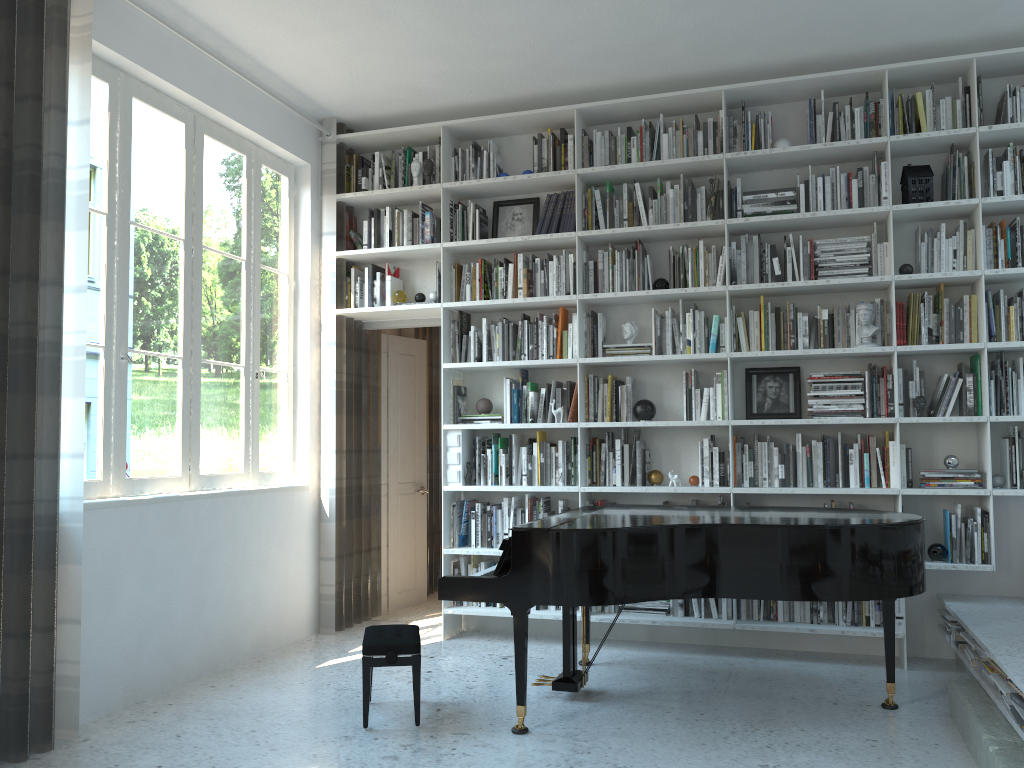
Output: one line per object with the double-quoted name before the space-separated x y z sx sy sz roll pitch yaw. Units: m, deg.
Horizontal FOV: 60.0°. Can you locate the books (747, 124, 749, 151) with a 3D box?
"books" 1.354 -1.361 5.068 0.011 0.205 0.145 -1 -4 18

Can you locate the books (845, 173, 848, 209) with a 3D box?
"books" 1.839 -1.027 4.889 0.011 0.239 0.139 -1 -4 18

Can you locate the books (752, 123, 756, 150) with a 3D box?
"books" 1.376 -1.358 5.046 0.023 0.195 0.172 -1 -4 18

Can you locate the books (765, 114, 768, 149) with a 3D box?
"books" 1.448 -1.386 5.039 0.013 0.249 0.148 -1 -4 18

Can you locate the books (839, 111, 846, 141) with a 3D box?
"books" 1.822 -1.376 4.894 0.033 0.202 0.166 -2 -4 18

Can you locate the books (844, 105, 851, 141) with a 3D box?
"books" 1.850 -1.393 4.891 0.023 0.236 0.154 -1 -4 18

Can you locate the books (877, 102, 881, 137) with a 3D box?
"books" 2.002 -1.399 4.846 0.014 0.238 0.153 -1 -4 18

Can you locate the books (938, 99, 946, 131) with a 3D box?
"books" 2.291 -1.390 4.740 0.024 0.201 0.180 -1 -4 18

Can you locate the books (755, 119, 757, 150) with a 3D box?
"books" 1.396 -1.376 5.062 0.006 0.233 0.136 -1 -4 18

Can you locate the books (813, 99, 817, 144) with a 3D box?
"books" 1.690 -1.418 4.946 0.011 0.296 0.157 -1 -4 18

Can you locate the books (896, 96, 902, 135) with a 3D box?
"books" 2.089 -1.403 4.794 0.007 0.239 0.191 -1 -4 18

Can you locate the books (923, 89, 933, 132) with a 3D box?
"books" 2.240 -1.423 4.779 0.030 0.274 0.151 -1 -4 18

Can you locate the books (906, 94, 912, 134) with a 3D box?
"books" 2.148 -1.415 4.801 0.008 0.262 0.142 -1 -4 18

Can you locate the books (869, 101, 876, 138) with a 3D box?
"books" 1.968 -1.400 4.856 0.028 0.243 0.161 -1 -4 18

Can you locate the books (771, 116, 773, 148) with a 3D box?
"books" 1.477 -1.380 5.032 0.004 0.235 0.137 -1 -4 18

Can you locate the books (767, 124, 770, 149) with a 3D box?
"books" 1.456 -1.356 5.024 0.010 0.186 0.152 -1 -4 18

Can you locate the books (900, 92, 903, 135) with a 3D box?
"books" 2.109 -1.422 4.816 0.007 0.279 0.150 -1 -4 18

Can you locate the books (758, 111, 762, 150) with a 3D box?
"books" 1.412 -1.394 5.037 0.013 0.264 0.147 -1 -4 18

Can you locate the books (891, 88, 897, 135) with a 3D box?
"books" 2.073 -1.431 4.820 0.007 0.298 0.181 -1 -4 18

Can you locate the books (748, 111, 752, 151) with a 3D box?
"books" 1.356 -1.393 5.041 0.011 0.264 0.163 -1 -4 18

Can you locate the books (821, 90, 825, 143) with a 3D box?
"books" 1.726 -1.438 4.925 0.010 0.331 0.186 -1 -4 18

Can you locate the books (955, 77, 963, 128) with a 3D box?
"books" 2.390 -1.455 4.739 0.012 0.329 0.128 -1 -4 18

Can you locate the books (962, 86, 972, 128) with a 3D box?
"books" 2.400 -1.419 4.700 0.029 0.253 0.186 -1 -4 18

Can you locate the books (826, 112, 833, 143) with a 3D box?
"books" 1.756 -1.378 4.917 0.050 0.210 0.173 -2 -4 18

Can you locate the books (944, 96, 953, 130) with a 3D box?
"books" 2.316 -1.397 4.728 0.031 0.213 0.169 -2 -4 18

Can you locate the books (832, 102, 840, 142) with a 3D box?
"books" 1.798 -1.407 4.924 0.028 0.269 0.140 -1 -4 18

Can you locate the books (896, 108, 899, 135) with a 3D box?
"books" 2.086 -1.378 4.820 0.015 0.192 0.160 -1 -4 18

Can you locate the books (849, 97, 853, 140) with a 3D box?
"books" 1.861 -1.412 4.873 0.010 0.270 0.180 -1 -4 18

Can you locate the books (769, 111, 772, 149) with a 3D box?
"books" 1.464 -1.391 5.016 0.011 0.256 0.143 -1 -4 18

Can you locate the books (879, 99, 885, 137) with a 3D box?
"books" 2.020 -1.408 4.848 0.022 0.257 0.137 -1 -4 18

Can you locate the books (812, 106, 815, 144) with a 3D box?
"books" 1.683 -1.403 4.957 0.011 0.266 0.129 -1 -4 18

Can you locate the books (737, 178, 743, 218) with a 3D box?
"books" 1.295 -1.018 5.032 0.021 0.249 0.191 -1 -4 18

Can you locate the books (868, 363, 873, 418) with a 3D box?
"books" 1.944 0.041 4.808 0.011 0.299 0.130 -1 -4 18

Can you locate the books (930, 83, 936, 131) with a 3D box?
"books" 2.254 -1.436 4.757 0.010 0.297 0.167 -1 -4 18

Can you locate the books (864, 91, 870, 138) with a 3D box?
"books" 1.951 -1.431 4.871 0.012 0.308 0.138 -1 -4 18

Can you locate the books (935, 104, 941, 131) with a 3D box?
"books" 2.269 -1.378 4.746 0.022 0.180 0.173 -1 -4 18

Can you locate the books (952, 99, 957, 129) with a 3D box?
"books" 2.349 -1.391 4.739 0.025 0.203 0.162 -1 -4 18

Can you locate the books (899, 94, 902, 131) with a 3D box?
"books" 2.100 -1.413 4.806 0.006 0.259 0.166 -1 -4 18

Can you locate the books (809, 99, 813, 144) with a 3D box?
"books" 1.666 -1.416 4.945 0.014 0.292 0.176 -1 -4 18

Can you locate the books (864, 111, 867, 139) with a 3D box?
"books" 1.941 -1.379 4.878 0.014 0.204 0.135 -1 -4 18

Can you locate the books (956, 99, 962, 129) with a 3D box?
"books" 2.369 -1.388 4.724 0.022 0.194 0.182 -1 -4 18

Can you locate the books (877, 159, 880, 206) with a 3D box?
"books" 1.996 -1.061 4.846 0.010 0.299 0.133 -1 -4 18

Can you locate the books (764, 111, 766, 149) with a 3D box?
"books" 1.434 -1.390 5.023 0.005 0.255 0.168 -1 -4 18

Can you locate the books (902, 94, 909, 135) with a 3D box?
"books" 2.126 -1.414 4.800 0.034 0.261 0.157 -1 -4 18

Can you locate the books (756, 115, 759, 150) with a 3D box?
"books" 1.402 -1.385 5.047 0.014 0.248 0.139 -1 -4 18

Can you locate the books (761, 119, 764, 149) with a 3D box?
"books" 1.425 -1.372 5.027 0.016 0.219 0.144 -1 -4 18

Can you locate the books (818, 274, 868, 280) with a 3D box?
"books" 1.813 -0.572 4.863 0.254 0.012 0.161 -2 -4 21

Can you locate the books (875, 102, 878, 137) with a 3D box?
"books" 1.991 -1.400 4.859 0.014 0.244 0.145 -1 -4 18

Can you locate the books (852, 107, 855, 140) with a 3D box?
"books" 1.875 -1.385 4.878 0.012 0.217 0.179 -1 -4 18

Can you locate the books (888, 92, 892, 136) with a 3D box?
"books" 2.050 -1.421 4.822 0.008 0.278 0.170 -1 -4 18

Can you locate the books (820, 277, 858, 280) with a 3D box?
"books" 1.812 -0.560 4.860 0.254 0.012 0.161 -1 -4 14

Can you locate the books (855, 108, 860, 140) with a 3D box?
"books" 1.887 -1.379 4.856 0.023 0.202 0.193 -1 -4 18

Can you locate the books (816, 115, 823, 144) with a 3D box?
"books" 1.714 -1.374 4.948 0.031 0.208 0.147 -2 -4 18

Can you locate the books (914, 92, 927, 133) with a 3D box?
"books" 2.194 -1.413 4.771 0.054 0.254 0.191 -2 -4 18

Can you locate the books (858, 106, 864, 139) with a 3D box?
"books" 1.924 -1.392 4.891 0.026 0.233 0.137 -1 -4 18

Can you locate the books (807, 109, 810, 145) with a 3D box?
"books" 1.660 -1.391 4.964 0.012 0.245 0.151 -1 -4 18

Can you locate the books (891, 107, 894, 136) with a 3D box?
"books" 2.068 -1.383 4.837 0.016 0.204 0.143 -1 -4 18
